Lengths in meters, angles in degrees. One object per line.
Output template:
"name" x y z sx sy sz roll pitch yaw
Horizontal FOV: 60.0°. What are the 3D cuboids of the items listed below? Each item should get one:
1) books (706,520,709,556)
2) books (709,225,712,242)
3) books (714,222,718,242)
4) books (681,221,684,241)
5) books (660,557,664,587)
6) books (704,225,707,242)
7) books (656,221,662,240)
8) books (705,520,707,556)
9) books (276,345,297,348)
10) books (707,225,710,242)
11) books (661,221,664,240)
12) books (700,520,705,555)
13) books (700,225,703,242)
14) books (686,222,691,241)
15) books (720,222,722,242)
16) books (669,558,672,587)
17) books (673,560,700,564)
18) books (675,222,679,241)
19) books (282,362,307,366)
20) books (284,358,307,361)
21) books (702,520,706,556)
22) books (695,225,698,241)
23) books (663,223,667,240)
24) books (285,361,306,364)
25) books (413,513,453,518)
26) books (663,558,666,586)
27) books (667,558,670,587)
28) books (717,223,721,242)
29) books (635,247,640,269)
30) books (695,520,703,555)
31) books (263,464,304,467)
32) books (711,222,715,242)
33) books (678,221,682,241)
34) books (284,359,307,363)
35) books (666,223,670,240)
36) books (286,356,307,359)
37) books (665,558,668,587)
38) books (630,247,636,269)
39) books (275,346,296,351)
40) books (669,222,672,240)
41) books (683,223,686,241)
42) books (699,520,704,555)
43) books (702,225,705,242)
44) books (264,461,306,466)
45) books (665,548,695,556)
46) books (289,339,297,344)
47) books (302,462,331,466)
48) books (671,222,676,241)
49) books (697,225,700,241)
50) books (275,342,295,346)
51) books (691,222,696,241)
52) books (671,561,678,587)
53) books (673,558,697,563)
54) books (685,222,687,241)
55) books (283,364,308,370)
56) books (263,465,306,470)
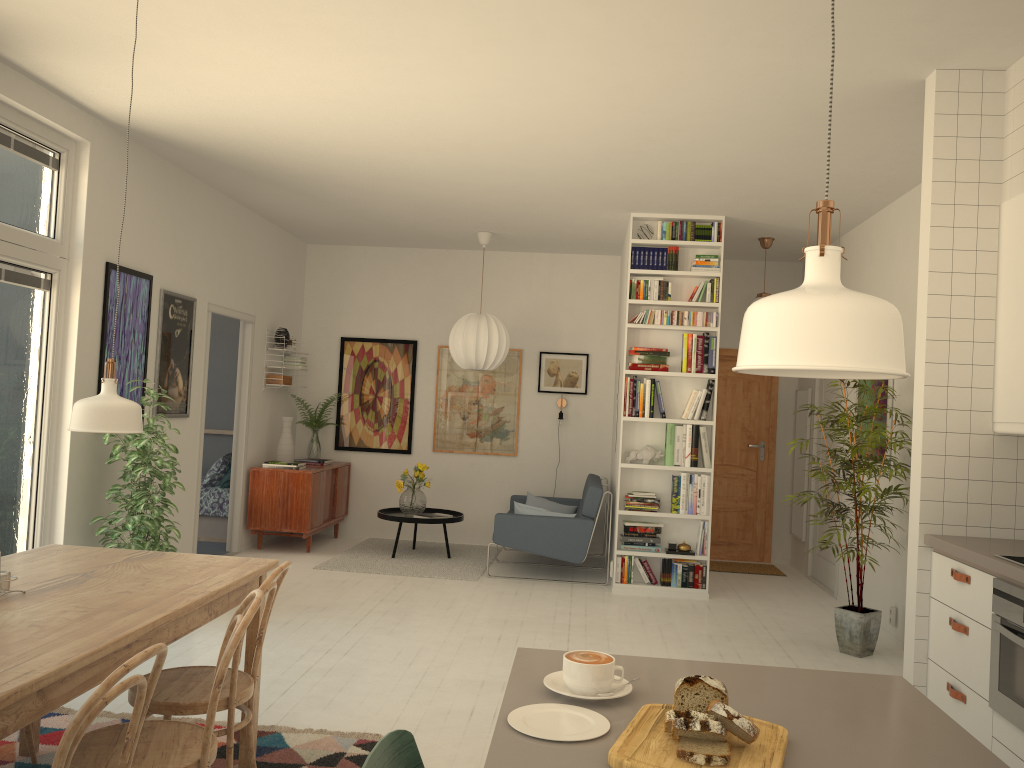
"books" 1.480 1.170 6.764 0.011 0.256 0.139 3 -2 5
"books" 1.520 -1.145 6.834 0.017 0.130 0.150 3 -2 5
"books" 1.565 -1.154 6.869 0.020 0.156 0.229 3 -2 5
"books" 1.313 -1.168 6.889 0.012 0.158 0.220 3 -2 5
"books" 1.146 1.423 6.792 0.015 0.214 0.202 3 -2 5
"books" 1.485 -1.147 6.837 0.017 0.130 0.150 3 -2 5
"books" 1.139 -1.173 6.882 0.026 0.149 0.155 3 -2 5
"books" 1.472 1.169 6.774 0.007 0.257 0.181 3 -2 5
"books" -2.086 -0.348 8.205 0.158 0.019 0.131 3 -1 7
"books" 1.503 -1.146 6.836 0.017 0.130 0.150 3 -2 5
"books" 1.160 -1.170 6.898 0.013 0.146 0.208 3 -2 5
"books" 1.445 1.170 6.761 0.033 0.258 0.130 3 -2 5
"books" 1.450 -1.148 6.840 0.017 0.130 0.150 3 -2 5
"books" 1.362 -1.164 6.892 0.032 0.154 0.212 3 -2 5
"books" 1.604 -1.151 6.884 0.014 0.154 0.259 3 -1 5
"books" 1.206 1.427 6.795 0.015 0.214 0.202 3 -2 5
"books" 1.334 1.356 6.783 0.193 0.012 0.130 3 -1 5
"books" 1.271 -1.166 6.889 0.024 0.148 0.188 3 -2 5
"books" -2.082 -0.189 8.496 0.168 0.021 0.197 3 -1 7
"books" -2.073 -0.239 8.505 0.153 0.013 0.197 3 -1 7
"books" 1.466 1.170 6.787 0.008 0.256 0.184 3 -2 5
"books" 1.415 -1.150 6.843 0.017 0.130 0.150 3 -2 5
"books" 1.176 -1.165 6.871 0.023 0.137 0.161 3 -2 5
"books" -2.079 -0.205 8.512 0.147 0.012 0.195 3 -1 2
"books" -0.686 1.159 7.734 0.200 0.031 0.289 2 -2 39
"books" 1.161 1.424 6.799 0.015 0.214 0.202 3 -2 5
"books" 1.191 1.426 6.791 0.015 0.214 0.202 3 -2 5
"books" 1.585 -1.150 6.863 0.021 0.151 0.228 3 -2 5
"books" 0.971 -0.963 6.907 0.034 0.179 0.188 3 -2 5
"books" 1.429 1.169 6.795 0.034 0.257 0.209 3 -2 5
"books" -1.996 0.707 7.757 0.296 0.015 0.240 3 -1 4
"books" 1.541 -1.154 6.833 0.019 0.157 0.150 3 -2 5
"books" 1.296 -1.168 6.895 0.024 0.156 0.227 3 -2 5
"books" -2.076 -0.222 8.498 0.173 0.023 0.190 3 -1 4
"books" 1.203 -1.160 6.911 0.025 0.131 0.253 3 -1 5
"books" -2.066 -0.253 8.503 0.147 0.016 0.195 3 -1 2
"books" 1.175 1.425 6.784 0.015 0.214 0.202 3 -2 5
"books" 0.937 -0.965 6.910 0.034 0.179 0.188 3 -2 5
"books" -2.096 -0.324 8.203 0.159 0.028 0.146 3 -1 2
"books" 1.223 -1.164 6.896 0.018 0.141 0.206 3 -2 5
"books" 1.327 -1.158 6.877 0.019 0.137 0.201 3 -2 5
"books" 1.438 1.170 6.797 0.030 0.256 0.198 3 -2 5
"books" 1.468 -1.147 6.839 0.017 0.130 0.150 3 -2 5
"books" -1.984 0.692 7.757 0.311 0.015 0.192 3 -1 8
"books" 1.274 1.277 6.739 0.215 0.023 0.130 3 -1 5
"books" -2.082 -0.400 8.194 0.178 0.036 0.145 3 -1 -2
"books" -1.922 0.742 8.370 0.371 0.022 0.259 3 -1 5
"books" 1.244 -1.166 6.875 0.028 0.147 0.192 3 -2 5
"books" 1.433 -1.149 6.842 0.017 0.130 0.150 3 -2 5
"books" -2.095 -0.370 8.200 0.155 0.024 0.136 3 -1 -2
"books" 1.393 -1.162 6.874 0.032 0.152 0.200 3 -2 5
"books" 1.235 1.446 6.800 0.044 0.179 0.224 3 -2 5
"books" 1.319 1.346 6.766 0.165 0.006 0.103 3 -1 5
"books" 1.341 -1.164 6.882 0.009 0.151 0.208 3 -2 5
"books" -2.076 -0.160 8.503 0.179 0.038 0.190 3 -1 4
"books" -1.987 0.724 7.757 0.320 0.020 0.237 3 -1 1
